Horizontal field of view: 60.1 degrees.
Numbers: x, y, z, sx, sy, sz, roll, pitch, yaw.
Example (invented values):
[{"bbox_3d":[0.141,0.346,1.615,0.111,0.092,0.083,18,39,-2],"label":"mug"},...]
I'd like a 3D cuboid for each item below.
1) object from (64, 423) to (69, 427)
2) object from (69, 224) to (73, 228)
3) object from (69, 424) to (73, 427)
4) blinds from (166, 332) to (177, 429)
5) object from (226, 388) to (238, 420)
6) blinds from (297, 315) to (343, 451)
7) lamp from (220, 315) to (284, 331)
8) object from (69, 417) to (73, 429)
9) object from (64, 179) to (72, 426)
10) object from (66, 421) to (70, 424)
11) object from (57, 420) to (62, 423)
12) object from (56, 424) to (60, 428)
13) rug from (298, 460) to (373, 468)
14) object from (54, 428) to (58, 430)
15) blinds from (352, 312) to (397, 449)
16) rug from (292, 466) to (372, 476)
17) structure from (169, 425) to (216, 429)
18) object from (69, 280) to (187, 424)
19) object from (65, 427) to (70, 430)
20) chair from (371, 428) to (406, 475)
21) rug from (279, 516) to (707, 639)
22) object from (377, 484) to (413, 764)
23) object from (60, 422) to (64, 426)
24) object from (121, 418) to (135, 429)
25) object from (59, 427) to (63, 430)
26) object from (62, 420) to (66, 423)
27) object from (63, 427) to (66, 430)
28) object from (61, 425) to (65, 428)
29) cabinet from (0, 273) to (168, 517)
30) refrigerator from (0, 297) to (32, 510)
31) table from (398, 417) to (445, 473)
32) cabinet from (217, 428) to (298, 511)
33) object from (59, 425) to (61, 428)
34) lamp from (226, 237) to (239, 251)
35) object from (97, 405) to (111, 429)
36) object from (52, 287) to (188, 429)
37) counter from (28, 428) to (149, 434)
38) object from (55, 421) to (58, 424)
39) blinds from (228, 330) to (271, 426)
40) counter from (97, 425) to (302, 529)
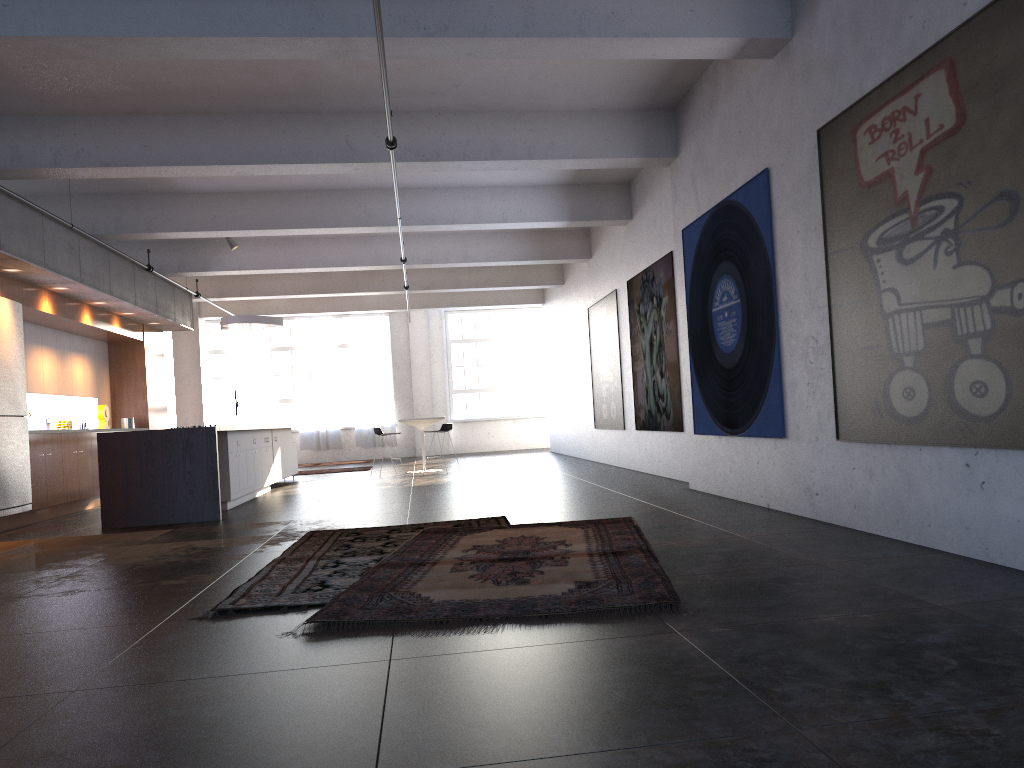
[{"bbox_3d":[-5.429,-0.609,10.868,0.054,2.227,2.370,-3,-1,-31],"label":"object"},{"bbox_3d":[-6.032,0.556,11.950,0.052,0.053,0.062,-3,-2,0],"label":"object"},{"bbox_3d":[-6.845,-0.695,6.129,0.061,2.209,11.875,-3,-2,8],"label":"object"},{"bbox_3d":[-8.109,0.033,22.022,1.032,3.712,0.313,-3,-1,-9],"label":"blinds"},{"bbox_3d":[-6.388,1.057,20.204,1.186,1.919,1.050,-3,-1,-7],"label":"object"},{"bbox_3d":[-4.924,-0.151,22.455,1.044,3.696,0.336,-3,-1,-11],"label":"blinds"},{"bbox_3d":[-4.513,-1.022,14.938,1.058,0.130,1.028,-5,-3,39],"label":"lamp"},{"bbox_3d":[-6.274,0.566,12.544,0.060,0.209,0.143,-3,-1,-6],"label":"object"},{"bbox_3d":[-5.993,0.548,11.912,0.050,0.053,0.065,-4,-2,31],"label":"object"},{"bbox_3d":[-5.195,-0.707,8.639,0.054,2.168,6.800,-3,-2,-14],"label":"object"},{"bbox_3d":[-6.047,0.505,11.827,0.058,0.059,0.051,-4,-2,27],"label":"object"},{"bbox_3d":[-6.064,0.555,11.827,0.054,0.054,0.060,-3,-2,-16],"label":"object"},{"bbox_3d":[-4.974,1.965,21.377,3.148,0.009,1.805,-3,-2,-8],"label":"rug"},{"bbox_3d":[-6.793,0.936,5.488,0.054,1.095,12.799,-3,-2,7],"label":"object"},{"bbox_3d":[-3.565,-0.230,22.662,1.036,3.749,0.340,-3,-1,-10],"label":"blinds"},{"bbox_3d":[-4.288,1.780,17.764,2.900,0.029,1.845,-3,-2,-8],"label":"rug"},{"bbox_3d":[-4.047,0.570,11.285,0.515,0.071,0.637,-3,-2,-7],"label":"structure"},{"bbox_3d":[-5.968,0.510,11.939,0.057,0.060,0.053,-4,-1,16],"label":"object"},{"bbox_3d":[-5.698,-0.495,13.273,0.057,2.308,2.943,-4,-2,13],"label":"object"},{"bbox_3d":[-2.159,1.194,15.317,0.514,0.895,0.455,-3,-1,-30],"label":"chair"},{"bbox_3d":[0.017,1.053,5.345,1.873,0.048,3.530,-4,-2,3],"label":"rug"},{"bbox_3d":[-4.502,1.635,9.092,19.850,0.001,27.071,-3,-2,-7],"label":"object"},{"bbox_3d":[-5.289,-0.678,9.237,0.057,2.189,5.572,-3,-2,-17],"label":"object"},{"bbox_3d":[-6.009,0.619,13.854,0.187,0.170,0.194,-5,-2,41],"label":"object"},{"bbox_3d":[-6.035,0.607,11.850,0.051,0.055,0.060,-3,-2,-16],"label":"object"},{"bbox_3d":[-5.071,-0.786,7.148,0.059,2.163,9.819,-3,-2,-12],"label":"object"},{"bbox_3d":[-5.869,-0.925,8.999,0.058,2.866,5.932,-3,-2,-5],"label":"object"},{"bbox_3d":[-5.998,0.580,11.832,0.053,0.053,0.061,-3,-2,-25],"label":"object"},{"bbox_3d":[-6.697,0.242,11.046,2.392,2.561,8.067,-3,-2,-6],"label":"cabinet"},{"bbox_3d":[-5.356,0.194,9.251,0.221,2.190,0.949,-3,-1,-9],"label":"refrigerator"},{"bbox_3d":[-1.577,1.085,15.728,0.833,0.951,0.825,-3,-1,-7],"label":"table"},{"bbox_3d":[-3.954,1.143,12.839,0.927,0.929,5.621,-3,-2,-6],"label":"cabinet"},{"bbox_3d":[-6.066,0.569,11.888,0.061,0.053,0.052,-5,-2,36],"label":"object"},{"bbox_3d":[-4.249,-2.168,13.409,0.225,0.286,0.130,-3,-1,-24],"label":"lamp"},{"bbox_3d":[-6.082,0.499,13.208,0.100,0.381,0.273,-3,-1,-6],"label":"object"},{"bbox_3d":[-6.907,0.881,5.424,0.947,1.214,13.226,-4,-2,5],"label":"object"},{"bbox_3d":[-6.371,0.670,11.833,1.616,0.039,4.439,-3,-2,-6],"label":"counter"},{"bbox_3d":[-6.092,0.523,11.874,0.062,0.053,0.052,-5,-2,41],"label":"object"},{"bbox_3d":[-6.613,-0.048,22.214,1.038,3.673,0.359,-3,-1,-9],"label":"blinds"},{"bbox_3d":[-3.904,1.088,12.233,1.148,0.970,6.624,-3,-2,-6],"label":"counter"}]
